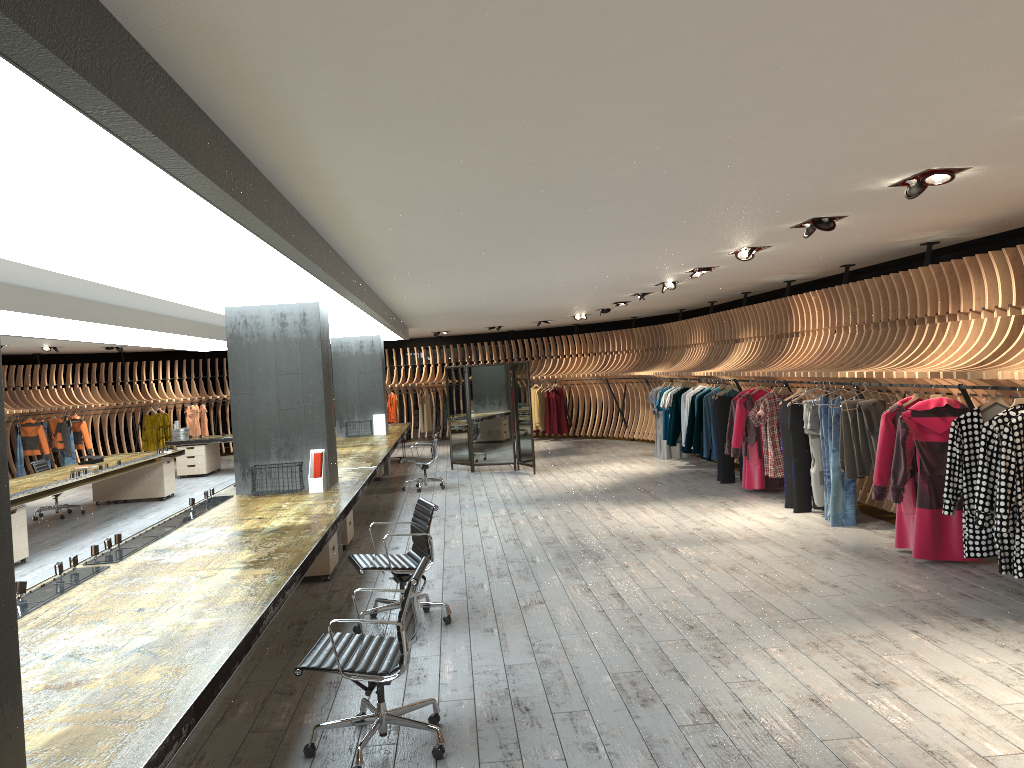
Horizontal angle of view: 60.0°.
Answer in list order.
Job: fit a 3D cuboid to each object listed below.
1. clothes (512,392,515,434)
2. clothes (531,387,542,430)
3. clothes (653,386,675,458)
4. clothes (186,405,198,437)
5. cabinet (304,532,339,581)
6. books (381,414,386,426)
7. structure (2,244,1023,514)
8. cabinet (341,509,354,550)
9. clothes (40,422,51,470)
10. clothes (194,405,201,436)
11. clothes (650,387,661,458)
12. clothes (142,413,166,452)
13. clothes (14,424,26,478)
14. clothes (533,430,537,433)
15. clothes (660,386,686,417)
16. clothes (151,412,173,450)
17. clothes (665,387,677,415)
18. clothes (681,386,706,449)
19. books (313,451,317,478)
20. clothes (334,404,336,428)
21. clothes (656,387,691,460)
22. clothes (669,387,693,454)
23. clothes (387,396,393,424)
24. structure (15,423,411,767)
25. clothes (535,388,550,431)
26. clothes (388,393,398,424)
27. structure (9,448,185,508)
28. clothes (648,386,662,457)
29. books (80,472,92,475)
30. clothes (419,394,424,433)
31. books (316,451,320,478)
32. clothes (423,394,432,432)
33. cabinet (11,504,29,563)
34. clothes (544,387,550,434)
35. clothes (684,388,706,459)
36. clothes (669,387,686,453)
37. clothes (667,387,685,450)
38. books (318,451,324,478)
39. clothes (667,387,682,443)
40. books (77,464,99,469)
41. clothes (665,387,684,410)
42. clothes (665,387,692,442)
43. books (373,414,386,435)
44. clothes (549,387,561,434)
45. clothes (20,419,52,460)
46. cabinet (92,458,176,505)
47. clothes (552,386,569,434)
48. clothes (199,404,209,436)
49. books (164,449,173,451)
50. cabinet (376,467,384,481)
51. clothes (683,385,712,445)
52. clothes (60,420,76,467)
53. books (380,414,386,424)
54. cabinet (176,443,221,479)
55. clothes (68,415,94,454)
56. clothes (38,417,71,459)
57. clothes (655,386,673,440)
[{"bbox_3d":[-0.066,0.678,22.045,0.444,1.129,0.126,-4,0,-7],"label":"clothes"},{"bbox_3d":[0.627,0.604,21.475,0.777,1.053,0.151,-4,0,-4],"label":"clothes"},{"bbox_3d":[2.894,0.756,16.026,0.677,1.434,0.204,-3,0,11],"label":"clothes"},{"bbox_3d":[-7.839,1.096,21.755,0.447,1.156,0.125,-3,0,31],"label":"clothes"},{"bbox_3d":[-2.203,1.465,8.084,1.131,0.630,0.593,-4,0,-4],"label":"cabinet"},{"bbox_3d":[-2.372,0.731,15.881,0.215,0.368,0.075,-4,0,-4],"label":"books"},{"bbox_3d":[-3.040,0.583,5.751,14.883,2.440,36.555,-4,1,-4],"label":"structure"},{"bbox_3d":[-2.297,1.447,9.434,1.131,0.630,0.593,-4,0,-4],"label":"cabinet"},{"bbox_3d":[-9.933,1.513,18.829,0.200,1.422,0.309,-4,0,-12],"label":"clothes"},{"bbox_3d":[-7.748,1.089,21.828,0.125,1.156,0.447,-4,0,-34],"label":"clothes"},{"bbox_3d":[2.886,0.754,16.166,0.677,1.434,0.203,-4,0,-14],"label":"clothes"},{"bbox_3d":[-8.534,1.214,21.091,0.664,1.045,0.168,-3,0,27],"label":"clothes"},{"bbox_3d":[-10.116,1.534,18.264,0.200,1.422,0.308,-4,0,-27],"label":"clothes"},{"bbox_3d":[0.394,0.656,21.676,0.444,1.129,0.126,-4,0,-42],"label":"clothes"},{"bbox_3d":[2.935,0.501,15.300,0.743,0.931,0.158,-4,0,0],"label":"clothes"},{"bbox_3d":[-8.412,1.204,21.227,0.664,1.045,0.168,-3,0,27],"label":"clothes"},{"bbox_3d":[2.972,0.513,15.252,0.743,0.960,0.167,-4,0,-10],"label":"clothes"},{"bbox_3d":[3.053,0.566,14.064,0.733,1.106,0.165,-4,0,1],"label":"clothes"},{"bbox_3d":[-1.848,0.825,8.374,0.048,0.368,0.215,-4,0,-4],"label":"books"},{"bbox_3d":[-4.516,1.103,23.113,0.551,1.338,0.093,-3,0,36],"label":"clothes"},{"bbox_3d":[2.903,0.758,15.890,0.677,1.434,0.203,-4,0,-19],"label":"clothes"},{"bbox_3d":[2.999,0.584,14.478,0.913,1.081,0.238,-4,0,1],"label":"clothes"},{"bbox_3d":[-3.361,0.684,23.139,0.200,0.881,0.840,-3,0,26],"label":"clothes"},{"bbox_3d":[-3.923,1.434,9.766,4.836,0.844,18.476,-4,1,-4],"label":"structure"},{"bbox_3d":[0.793,0.597,21.330,0.151,1.053,0.777,-3,0,37],"label":"clothes"},{"bbox_3d":[-3.118,0.669,23.105,0.201,0.881,0.839,-4,0,-24],"label":"clothes"},{"bbox_3d":[-5.766,1.546,9.853,1.162,0.844,10.451,-4,1,-4],"label":"structure"},{"bbox_3d":[2.875,0.752,16.306,0.677,1.434,0.204,-3,0,11],"label":"clothes"},{"bbox_3d":[-5.538,1.156,11.503,0.155,0.025,0.110,-4,1,-9],"label":"books"},{"bbox_3d":[-2.312,0.748,22.998,0.096,0.988,0.465,-4,0,8],"label":"clothes"},{"bbox_3d":[-1.827,0.824,8.375,0.048,0.368,0.215,-4,0,-4],"label":"books"},{"bbox_3d":[-2.193,0.741,22.979,0.096,0.988,0.465,-4,0,13],"label":"clothes"},{"bbox_3d":[-5.827,1.665,9.352,1.131,0.630,0.593,-4,0,-4],"label":"cabinet"},{"bbox_3d":[0.955,0.630,21.192,0.444,1.129,0.126,-4,0,-32],"label":"clothes"},{"bbox_3d":[3.064,0.593,13.539,0.913,1.081,0.238,-4,0,1],"label":"clothes"},{"bbox_3d":[3.000,0.582,14.566,0.914,1.081,0.238,-4,0,-4],"label":"clothes"},{"bbox_3d":[2.984,0.581,14.688,0.914,1.081,0.238,-4,0,-4],"label":"clothes"},{"bbox_3d":[-1.805,0.822,8.377,0.048,0.368,0.215,-4,0,-4],"label":"books"},{"bbox_3d":[2.942,0.518,15.030,0.743,0.950,0.167,-4,0,-20],"label":"clothes"},{"bbox_3d":[-6.050,1.174,12.648,0.213,0.026,0.366,-4,1,-4],"label":"books"},{"bbox_3d":[2.979,0.498,15.110,0.742,0.938,0.162,-4,0,-10],"label":"clothes"},{"bbox_3d":[2.939,0.506,14.843,0.734,0.937,0.164,-4,0,0],"label":"clothes"},{"bbox_3d":[-2.370,0.732,15.853,0.215,0.368,0.073,-4,0,-4],"label":"books"},{"bbox_3d":[1.077,0.625,21.076,0.444,1.129,0.126,-4,0,-7],"label":"clothes"},{"bbox_3d":[-10.079,1.173,18.579,0.839,0.881,0.201,-3,0,11],"label":"clothes"},{"bbox_3d":[-6.191,1.598,14.546,1.131,0.630,0.593,-4,0,-4],"label":"cabinet"},{"bbox_3d":[1.132,0.623,21.000,0.444,1.129,0.126,-4,0,-32],"label":"clothes"},{"bbox_3d":[-7.613,1.079,21.922,0.125,1.156,0.447,-4,0,-39],"label":"clothes"},{"bbox_3d":[-5.780,1.113,14.873,0.155,0.025,0.110,-4,1,-9],"label":"books"},{"bbox_3d":[-2.840,1.376,15.466,1.131,0.630,0.593,-4,0,-4],"label":"cabinet"},{"bbox_3d":[3.009,0.572,13.871,0.733,1.106,0.165,-4,0,-4],"label":"clothes"},{"bbox_3d":[-9.716,1.490,19.383,0.309,1.422,0.200,-4,0,-32],"label":"clothes"},{"bbox_3d":[-2.375,0.731,15.923,0.215,0.368,0.047,-4,0,-4],"label":"books"},{"bbox_3d":[-6.446,1.550,18.239,0.593,0.630,1.131,-4,1,-4],"label":"cabinet"},{"bbox_3d":[-9.635,1.128,19.629,0.839,0.881,0.201,-3,0,26],"label":"clothes"},{"bbox_3d":[-9.834,1.152,19.088,0.839,0.881,0.201,-3,0,16],"label":"clothes"},{"bbox_3d":[2.870,0.517,15.439,0.738,0.971,0.167,-3,0,5],"label":"clothes"}]
